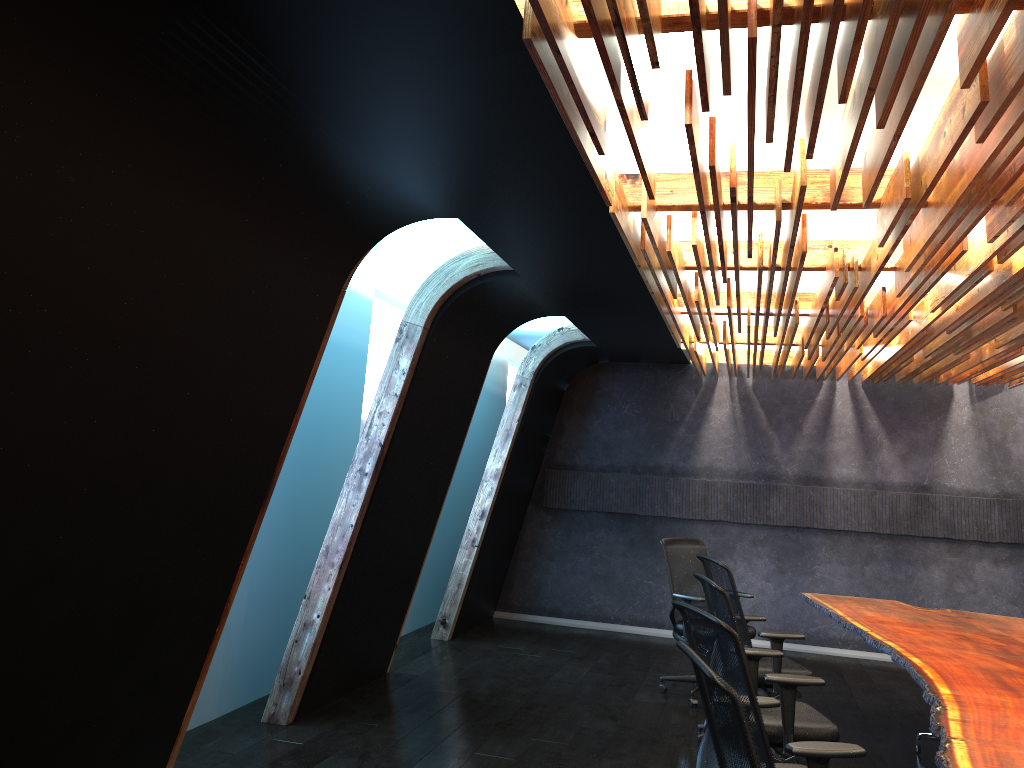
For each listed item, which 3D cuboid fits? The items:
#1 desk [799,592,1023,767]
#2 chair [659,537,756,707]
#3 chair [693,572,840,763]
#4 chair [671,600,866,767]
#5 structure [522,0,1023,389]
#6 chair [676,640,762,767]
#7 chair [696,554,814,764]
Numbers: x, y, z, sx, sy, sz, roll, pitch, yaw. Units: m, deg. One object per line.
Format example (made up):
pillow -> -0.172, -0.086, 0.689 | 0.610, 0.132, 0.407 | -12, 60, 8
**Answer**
desk -> 2.679, 1.944, 4.361 | 2.037, 0.835, 6.518 | 2, -6, 15
chair -> 1.679, 1.955, 7.305 | 0.804, 1.267, 0.786 | 13, -14, -39
chair -> 1.381, 1.677, 4.615 | 0.796, 1.267, 0.794 | 4, -11, 0
chair -> 1.077, 1.548, 3.480 | 0.794, 1.267, 0.796 | 6, -11, -10
structure -> 2.808, 0.668, 4.143 | 4.531, 3.056, 11.228 | 2, -6, 15
chair -> 0.885, 1.439, 2.477 | 0.796, 1.267, 0.794 | 4, -11, 0
chair -> 1.678, 1.817, 5.876 | 0.795, 1.267, 0.795 | 5, -11, -5
